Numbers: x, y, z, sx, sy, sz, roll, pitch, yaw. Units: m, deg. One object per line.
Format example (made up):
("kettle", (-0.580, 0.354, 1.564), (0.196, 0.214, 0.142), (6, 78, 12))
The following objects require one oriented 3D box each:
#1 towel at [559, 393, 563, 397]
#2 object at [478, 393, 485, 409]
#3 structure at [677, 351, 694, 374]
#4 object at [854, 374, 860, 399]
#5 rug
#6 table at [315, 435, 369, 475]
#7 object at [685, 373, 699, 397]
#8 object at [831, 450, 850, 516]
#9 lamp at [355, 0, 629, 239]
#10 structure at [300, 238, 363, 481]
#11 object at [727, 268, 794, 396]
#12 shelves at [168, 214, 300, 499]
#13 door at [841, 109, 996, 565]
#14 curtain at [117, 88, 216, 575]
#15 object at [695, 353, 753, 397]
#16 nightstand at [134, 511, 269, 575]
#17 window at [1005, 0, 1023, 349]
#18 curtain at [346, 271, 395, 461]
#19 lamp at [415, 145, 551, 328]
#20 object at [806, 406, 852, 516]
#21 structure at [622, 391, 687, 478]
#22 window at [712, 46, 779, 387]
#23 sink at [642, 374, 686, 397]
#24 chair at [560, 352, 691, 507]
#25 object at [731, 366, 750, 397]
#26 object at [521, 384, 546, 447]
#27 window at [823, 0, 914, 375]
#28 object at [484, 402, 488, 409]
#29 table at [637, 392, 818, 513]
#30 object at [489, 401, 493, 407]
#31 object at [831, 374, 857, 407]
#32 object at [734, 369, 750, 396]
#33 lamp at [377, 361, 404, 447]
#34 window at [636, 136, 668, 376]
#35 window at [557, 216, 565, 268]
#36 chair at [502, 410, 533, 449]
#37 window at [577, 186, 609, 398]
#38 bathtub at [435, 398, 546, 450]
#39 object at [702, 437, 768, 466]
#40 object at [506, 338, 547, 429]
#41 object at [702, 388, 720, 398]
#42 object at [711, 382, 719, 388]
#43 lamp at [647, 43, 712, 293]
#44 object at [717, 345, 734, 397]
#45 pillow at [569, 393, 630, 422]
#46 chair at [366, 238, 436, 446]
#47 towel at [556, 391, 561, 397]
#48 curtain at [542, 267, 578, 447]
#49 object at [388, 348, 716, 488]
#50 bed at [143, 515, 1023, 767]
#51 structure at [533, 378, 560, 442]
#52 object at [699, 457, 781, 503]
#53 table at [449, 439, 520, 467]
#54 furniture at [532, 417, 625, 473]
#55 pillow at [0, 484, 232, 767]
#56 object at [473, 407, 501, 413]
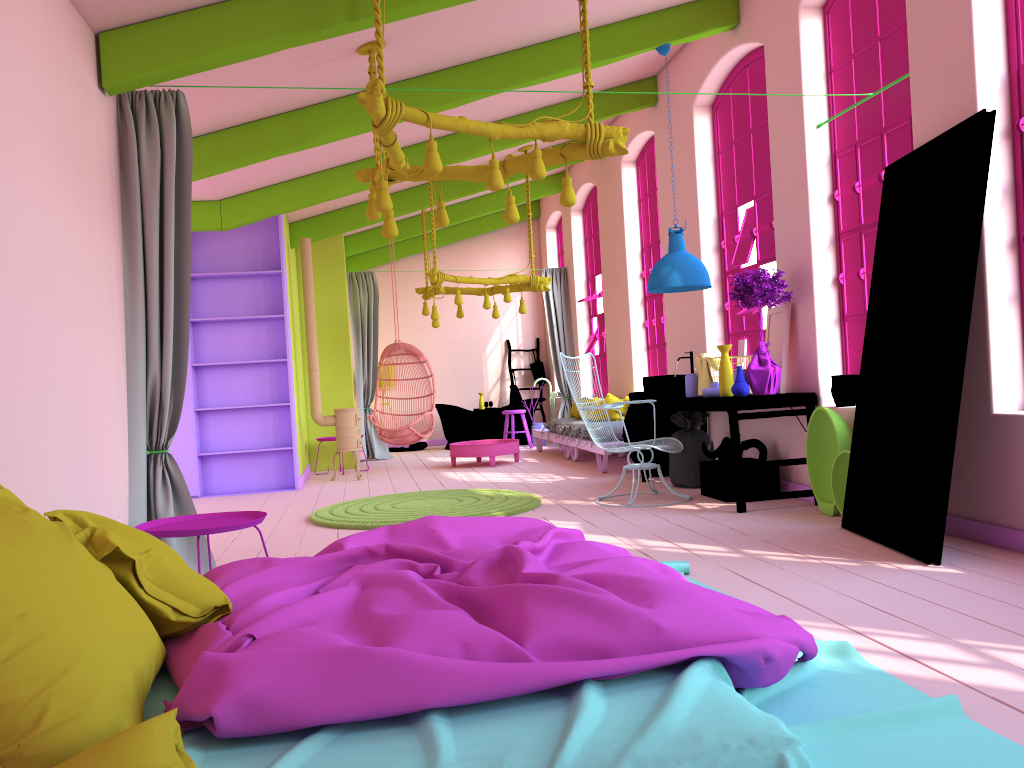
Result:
("towel", (0.921, 0.162, 14.414), (0.247, 0.102, 0.262), (-4, 0, -19))
("object", (-0.488, 0.300, 14.305), (0.097, 0.321, 0.097), (-3, 1, 1))
("structure", (1.578, -0.094, 8.033), (0.166, 0.397, 0.087), (-3, 1, 0))
("object", (2.387, 0.045, 5.932), (0.182, 0.223, 0.182), (-4, 1, -27))
("rug", (-0.709, 1.025, 7.384), (1.888, 0.050, 1.889), (-4, 0, -22))
("table", (-2.160, 0.893, 11.201), (0.596, 0.458, 0.596), (-3, 0, 28))
("object", (1.521, 0.011, 7.494), (0.109, 0.197, 0.109), (-4, 1, -17))
("object", (2.183, 0.646, 5.634), (0.137, 0.463, 0.284), (-4, 1, -25))
("lamp", (-0.438, -2.035, 5.467), (1.610, 2.265, 1.776), (-4, 1, -28))
("structure", (-2.065, -0.287, 10.361), (0.577, 2.814, 0.403), (-3, 1, 7))
("object", (1.847, -0.392, 6.589), (0.503, 0.951, 0.441), (-3, 1, 40))
("shelves", (-3.296, -0.342, 9.398), (1.841, 3.105, 0.384), (-4, 1, -10))
("door", (2.186, -0.221, 4.879), (0.450, 2.211, 1.153), (-3, 1, 0))
("curtain", (-1.927, -0.269, 4.806), (0.518, 2.786, 0.525), (-4, 1, -29))
("object", (1.758, -0.086, 7.355), (0.444, 0.369, 0.633), (-4, 0, -10))
("nightstand", (-1.454, 0.870, 4.200), (0.596, 0.458, 0.596), (-3, 0, 28))
("window", (2.775, -1.365, 3.933), (0.214, 3.010, 1.514), (-4, 1, -10))
("curtain", (-2.122, -0.291, 12.990), (0.518, 2.786, 0.525), (-4, 1, -29))
("lamp", (-0.640, -1.841, 11.057), (1.610, 2.265, 1.776), (-4, 1, -28))
("object", (2.192, 0.510, 5.968), (0.218, 0.734, 0.451), (-4, 1, -10))
("structure", (1.457, 0.492, 8.862), (0.718, 0.845, 0.718), (-4, 1, -42))
("window", (2.116, -1.337, 7.703), (0.492, 3.004, 1.497), (-4, 1, -10))
("sink", (1.405, 0.016, 7.978), (0.340, 0.194, 0.609), (-4, 0, -10))
("chair", (0.954, 0.332, 7.205), (0.925, 1.238, 1.078), (-3, 1, 25))
("object", (1.648, -0.020, 6.410), (0.132, 0.219, 0.132), (-3, 1, 7))
("object", (0.355, 0.470, 13.706), (0.451, 0.987, 0.277), (-3, 1, 34))
("window", (2.438, -1.360, 5.811), (0.072, 3.047, 1.275), (-4, 1, -10))
("object", (-0.409, 0.368, 14.151), (0.069, 0.170, 0.069), (-3, 1, 10))
("table", (1.713, 0.490, 7.375), (0.655, 0.821, 2.192), (-4, 0, -10))
("object", (-0.339, 0.364, 14.329), (0.069, 0.170, 0.069), (-3, 1, 10))
("object", (2.336, 0.047, 6.225), (0.182, 0.223, 0.182), (-4, 1, -32))
("object", (1.734, -0.010, 6.697), (0.109, 0.197, 0.109), (-3, 1, 28))
("lamp", (-2.129, 0.361, 14.689), (0.491, 1.467, 0.476), (-3, 1, 20))
("window", (1.692, -1.327, 10.127), (0.072, 3.047, 1.275), (-4, 1, -10))
("window", (0.949, -1.294, 14.426), (0.072, 3.047, 1.275), (-4, 1, -10))
("chair", (0.032, 0.692, 13.304), (0.472, 0.593, 0.446), (-4, 1, -41))
("window", (1.275, -1.299, 12.545), (0.551, 3.010, 1.514), (-4, 1, -10))
("bathtub", (-0.362, 0.637, 14.358), (1.889, 0.740, 0.826), (-4, 0, -10))
("object", (1.808, 0.663, 7.212), (0.300, 0.448, 0.672), (-4, 1, -34))
("object", (0.262, 0.095, 15.207), (0.603, 1.765, 0.410), (-4, 1, -10))
("object", (1.585, 0.071, 7.055), (0.137, 0.076, 0.076), (-3, 0, 10))
("object", (1.632, 0.044, 7.130), (0.065, 0.118, 0.065), (-3, 1, 39))
("lamp", (1.313, -1.774, 7.265), (0.529, 2.002, 0.528), (-3, 1, 22))
("object", (1.591, -0.098, 6.601), (0.116, 0.383, 0.116), (-4, 1, -36))
("pillow", (1.104, 0.309, 11.196), (0.578, 0.399, 1.997), (-4, 0, -10))
("chair", (-1.478, -0.775, 11.312), (0.860, 3.130, 0.806), (-3, 1, 10))
("towel", (0.875, 0.164, 14.678), (0.262, 0.102, 0.247), (-3, 0, -9))
("curtain", (0.774, -0.412, 13.481), (0.518, 2.786, 0.525), (-3, 1, 9))
("object", (-0.185, 0.216, 11.361), (2.826, 1.580, 7.865), (-4, 0, -9))
("bed", (-0.160, 0.775, 2.858), (2.802, 0.514, 3.576), (-3, 0, -10))
("structure", (0.615, 0.424, 14.506), (0.452, 1.061, 0.254), (-3, 1, 34))
("object", (1.807, 0.757, 7.065), (0.446, 0.277, 0.521), (-4, 0, -10))
("table", (-0.339, 0.872, 11.157), (0.885, 0.285, 0.885), (-3, 0, 16))
("furniture", (0.974, 0.682, 11.092), (0.907, 0.507, 3.776), (-4, 0, -10))
("pillow", (-1.198, 0.675, 2.417), (0.848, 0.822, 2.617), (-4, 0, -20))
("object", (-0.407, 0.428, 14.350), (0.360, 0.068, 1.323), (-3, 0, -10))
